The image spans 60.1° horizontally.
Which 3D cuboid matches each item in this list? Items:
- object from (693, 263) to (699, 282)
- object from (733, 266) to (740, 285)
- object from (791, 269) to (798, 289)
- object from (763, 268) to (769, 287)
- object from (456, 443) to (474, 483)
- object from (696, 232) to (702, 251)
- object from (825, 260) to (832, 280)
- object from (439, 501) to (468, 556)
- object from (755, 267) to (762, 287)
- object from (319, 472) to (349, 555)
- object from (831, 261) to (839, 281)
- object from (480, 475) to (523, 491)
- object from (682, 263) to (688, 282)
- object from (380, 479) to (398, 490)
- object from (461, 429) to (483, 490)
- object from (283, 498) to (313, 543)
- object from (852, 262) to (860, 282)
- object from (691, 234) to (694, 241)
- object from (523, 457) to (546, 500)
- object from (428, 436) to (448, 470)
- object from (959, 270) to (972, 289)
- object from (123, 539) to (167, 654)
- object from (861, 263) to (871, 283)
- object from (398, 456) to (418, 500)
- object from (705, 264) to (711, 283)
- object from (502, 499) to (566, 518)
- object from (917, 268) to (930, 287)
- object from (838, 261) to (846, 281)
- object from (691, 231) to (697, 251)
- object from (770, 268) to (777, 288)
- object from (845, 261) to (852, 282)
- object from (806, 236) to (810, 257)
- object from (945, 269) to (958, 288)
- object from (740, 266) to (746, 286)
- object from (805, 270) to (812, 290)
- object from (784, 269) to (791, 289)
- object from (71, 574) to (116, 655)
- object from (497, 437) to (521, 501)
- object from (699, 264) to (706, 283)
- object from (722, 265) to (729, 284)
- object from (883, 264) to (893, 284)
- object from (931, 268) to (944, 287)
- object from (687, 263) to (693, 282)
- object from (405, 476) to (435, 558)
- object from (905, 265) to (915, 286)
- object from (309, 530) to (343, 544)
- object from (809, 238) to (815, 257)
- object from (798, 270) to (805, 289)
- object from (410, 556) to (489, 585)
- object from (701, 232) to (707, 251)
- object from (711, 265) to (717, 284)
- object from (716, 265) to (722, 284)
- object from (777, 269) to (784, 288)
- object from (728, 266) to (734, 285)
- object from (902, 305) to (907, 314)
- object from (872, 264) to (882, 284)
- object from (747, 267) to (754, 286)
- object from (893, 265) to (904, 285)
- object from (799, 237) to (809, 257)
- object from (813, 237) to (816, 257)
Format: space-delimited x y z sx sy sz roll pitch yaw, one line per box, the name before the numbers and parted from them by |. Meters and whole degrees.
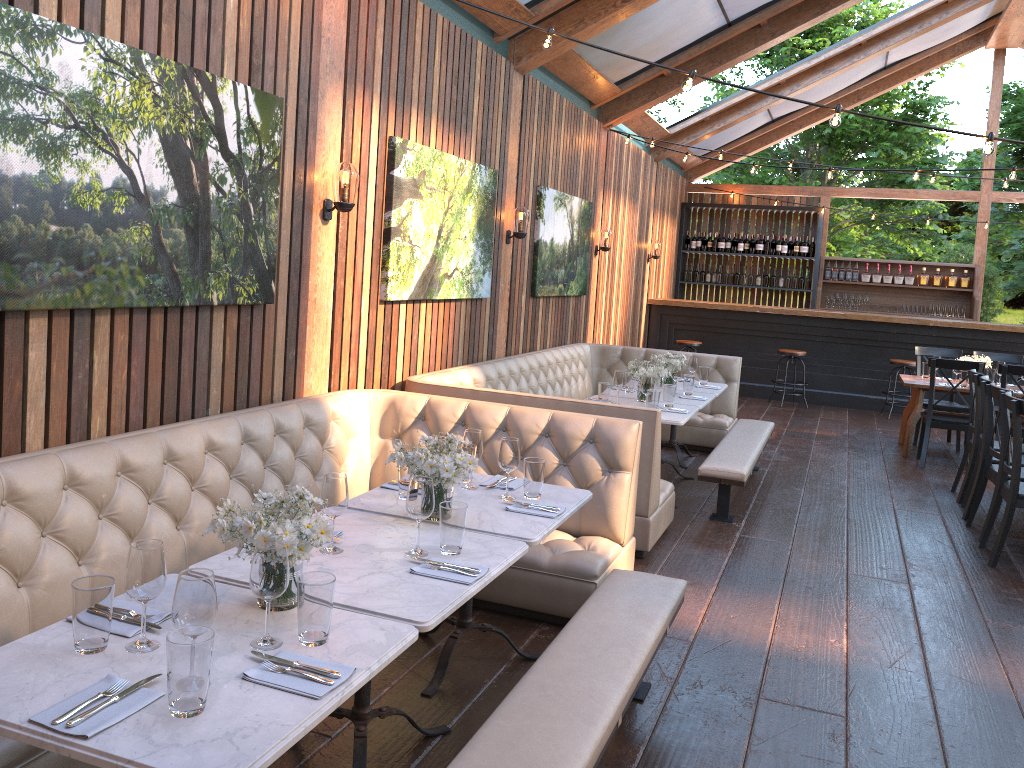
object | 3.027 -1.826 14.536 0.094 0.307 0.095 3 4 -14
object | 3.632 -1.753 14.285 0.094 0.307 0.094 5 4 21
object | 4.468 -1.658 13.982 0.094 0.307 0.094 5 4 17
object | 4.068 -1.707 14.158 0.094 0.307 0.094 0 6 -42
object | -0.200 0.340 3.798 0.092 0.157 0.092 1 6 -33
object | 3.063 -2.326 14.477 0.077 0.305 0.077 7 5 37
object | 5.038 -1.809 14.085 0.094 0.317 0.095 5 4 21
object | -0.193 0.466 2.851 0.092 0.157 0.092 4 5 7
object | 3.952 -1.717 14.176 0.094 0.307 0.094 5 4 18
object | -0.564 0.407 2.792 0.092 0.243 0.093 2 5 -22
object | 5.125 -1.795 14.023 0.094 0.317 0.094 7 5 36
object | -0.039 0.421 3.792 0.158 0.019 0.256 7 8 21
object | 2.871 -1.851 14.651 0.094 0.307 0.095 4 4 7
object | -0.399 0.419 3.636 0.255 0.019 0.158 7 8 21
object | -0.168 0.313 3.690 0.092 0.243 0.093 2 5 -22
object | -0.672 0.447 2.765 0.092 0.157 0.092 4 5 7
object | 5.417 -1.763 13.927 0.094 0.317 0.095 6 5 31
object | 3.012 -2.356 14.662 0.078 0.311 0.078 5 4 16
object | 0.088 0.386 3.596 0.092 0.157 0.092 4 5 7
object | -0.297 0.331 3.493 0.092 0.243 0.093 2 5 -22
object | 6.858 -1.581 13.395 0.176 0.287 0.110 6 5 26
object | -0.849 0.488 2.044 0.092 0.243 0.093 2 5 -22
object | 5.556 -1.742 13.873 0.138 0.309 0.138 6 5 25
object | -0.405 0.371 3.466 0.092 0.157 0.092 4 5 7
object | 3.220 -1.808 14.500 0.094 0.307 0.094 5 4 18
object | 0.072 0.476 3.435 0.255 0.019 0.158 7 8 21
object | 6.316 -1.641 13.581 0.176 0.287 0.110 5 4 16
object | 5.231 -1.787 14.015 0.094 0.317 0.095 5 4 16
object | 2.993 -2.351 14.534 0.087 0.333 0.088 4 4 1
object | 4.163 -1.691 14.083 0.094 0.307 0.095 3 4 -14
object | 5.313 -1.772 13.948 0.094 0.317 0.095 5 4 16
object | 4.678 -2.174 14.026 0.087 0.333 0.088 4 4 1
object | 6.671 -1.598 13.428 0.176 0.287 0.110 5 4 16
object | 3.724 -1.740 14.231 0.094 0.307 0.095 4 4 2
object | 4.670 -1.638 13.931 0.094 0.307 0.095 0 6 -43
object | 4.382 -1.672 14.046 0.095 0.307 0.094 7 5 41
object | -0.957 0.527 2.017 0.092 0.157 0.092 4 5 7
object | -0.014 0.340 3.564 0.092 0.243 0.092 6 5 23
object | 3.132 -1.819 14.536 0.094 0.307 0.094 0 6 -42
object | 3.480 -1.778 14.399 0.094 0.307 0.094 5 4 17
object | 5.848 -1.707 13.753 0.138 0.309 0.138 6 5 25
object | 6.505 -1.623 13.533 0.176 0.287 0.110 6 5 26
object | 2.939 -1.835 14.559 0.095 0.307 0.094 6 5 25
object | -0.295 0.421 2.819 0.092 0.243 0.093 2 5 -22
object | 6.141 -1.675 13.657 0.138 0.309 0.138 6 5 25
object | -0.666 0.494 2.935 0.255 0.019 0.158 7 8 21
object | 4.700 -2.134 13.855 0.075 0.301 0.075 7 5 37
object | 4.561 -1.645 13.934 0.094 0.307 0.094 5 4 21
object | -0.208 0.557 2.690 0.255 0.019 0.158 7 8 21
object | 3.138 -2.316 14.426 0.077 0.308 0.078 4 4 -1
object | 3.308 -1.800 14.484 0.094 0.307 0.094 3 4 -15
object | 3.373 -1.784 14.395 0.095 0.307 0.094 7 5 41
object | 4.274 -1.682 14.069 0.094 0.307 0.094 3 4 -15
object | 3.564 -1.766 14.352 0.094 0.307 0.095 0 6 -43
object | 6.072 -1.154 13.662 0.097 0.134 0.097 4 5 7
object | 5.701 -1.725 13.814 0.138 0.309 0.138 5 5 20
object | 3.846 -1.732 14.235 0.094 0.307 0.094 5 4 20
object | 5.986 -1.690 13.694 0.138 0.309 0.138 5 5 15
object | 4.596 -2.153 13.908 0.136 0.314 0.136 6 5 27
object | 4.745 -2.155 13.955 0.081 0.322 0.081 4 4 -1
